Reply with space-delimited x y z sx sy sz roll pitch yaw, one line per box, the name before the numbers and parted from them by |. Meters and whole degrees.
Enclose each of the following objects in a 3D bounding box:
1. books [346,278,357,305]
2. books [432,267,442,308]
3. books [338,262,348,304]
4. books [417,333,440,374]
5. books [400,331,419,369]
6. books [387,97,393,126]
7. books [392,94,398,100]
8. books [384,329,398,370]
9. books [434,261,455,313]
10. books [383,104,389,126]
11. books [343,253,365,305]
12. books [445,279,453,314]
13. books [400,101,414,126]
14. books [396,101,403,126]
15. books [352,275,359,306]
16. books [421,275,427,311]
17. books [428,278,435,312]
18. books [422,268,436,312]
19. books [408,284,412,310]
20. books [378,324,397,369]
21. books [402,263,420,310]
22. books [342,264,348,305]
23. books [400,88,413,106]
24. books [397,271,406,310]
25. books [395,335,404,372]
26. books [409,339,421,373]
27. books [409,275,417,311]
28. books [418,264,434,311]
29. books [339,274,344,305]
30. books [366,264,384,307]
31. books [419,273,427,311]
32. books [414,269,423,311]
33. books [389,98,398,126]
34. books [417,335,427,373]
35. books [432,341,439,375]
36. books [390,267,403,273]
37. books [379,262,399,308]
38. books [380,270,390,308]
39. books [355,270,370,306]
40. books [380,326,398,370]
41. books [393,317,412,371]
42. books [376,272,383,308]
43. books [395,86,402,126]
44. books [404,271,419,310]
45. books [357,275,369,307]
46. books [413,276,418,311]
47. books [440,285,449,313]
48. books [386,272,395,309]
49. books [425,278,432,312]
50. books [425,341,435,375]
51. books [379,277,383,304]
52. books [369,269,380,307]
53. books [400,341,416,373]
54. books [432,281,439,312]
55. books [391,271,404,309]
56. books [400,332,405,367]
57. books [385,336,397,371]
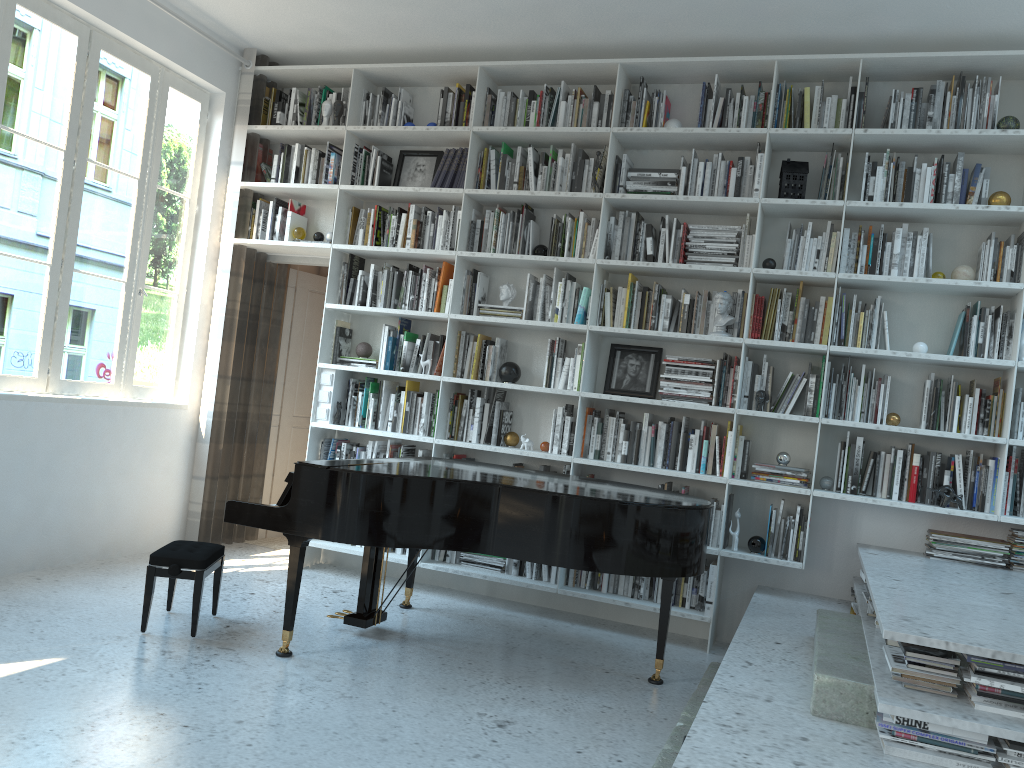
books | -0.980 -0.564 5.603 0.037 0.182 0.189 7 -1 20
books | -0.443 -0.560 5.441 0.015 0.293 0.144 7 -1 20
books | -1.047 -0.623 5.653 0.012 0.285 0.159 7 -1 20
books | -0.504 -0.179 5.423 0.060 0.255 0.158 7 -1 20
books | -0.632 -0.190 5.462 0.011 0.250 0.172 7 -1 20
books | -0.731 -1.664 5.581 0.013 0.219 0.181 7 -1 20
books | -0.737 -1.681 5.595 0.013 0.253 0.129 7 -1 20
books | -0.733 -0.204 5.515 0.031 0.255 0.143 7 -1 20
books | -0.410 -0.573 5.415 0.035 0.325 0.170 7 -1 20
books | -0.762 -1.649 5.596 0.026 0.182 0.161 7 -1 20
books | -0.996 -0.642 5.606 0.012 0.333 0.184 7 -1 20
books | -0.356 -0.516 5.397 0.031 0.223 0.145 7 -1 20
books | -0.661 -1.651 5.575 0.013 0.210 0.136 7 -1 20
books | -0.677 -1.649 5.570 0.014 0.202 0.170 7 -1 20
books | -0.950 -0.574 5.612 0.042 0.209 0.143 7 -1 20
books | -0.508 -0.542 5.470 0.028 0.242 0.131 7 -1 20
books | -0.465 -0.526 5.442 0.021 0.220 0.148 7 -1 20
books | -0.496 -0.557 5.435 0.015 0.275 0.157 7 -1 20
books | -0.593 -0.532 5.486 0.021 0.205 0.130 7 -1 20
books | -0.776 -0.224 5.524 0.012 0.285 0.159 7 -1 20
books | -0.626 -0.584 5.489 0.013 0.300 0.152 7 -1 20
books | -1.017 -0.610 5.615 0.027 0.266 0.176 7 -1 20
books | -0.679 -1.695 5.592 0.015 0.293 0.131 7 -1 20
books | -0.651 -0.565 5.515 0.047 0.256 0.141 7 -1 20
books | -0.665 -0.184 5.500 0.030 0.231 0.148 7 -1 20
books | -0.569 -0.165 5.461 0.056 0.214 0.143 7 -1 20
books | -0.580 -0.544 5.467 0.013 0.229 0.177 7 -1 20
books | -0.534 -0.576 5.476 0.011 0.304 0.130 7 -1 20
books | -1.037 -0.584 5.638 0.026 0.209 0.155 7 -1 20
books | -0.850 -0.599 5.574 0.023 0.281 0.174 7 -1 20
books | -0.529 -0.549 5.467 0.011 0.251 0.139 7 -1 20
books | -0.552 -0.562 5.465 0.012 0.272 0.145 7 -1 20
books | -0.717 -1.660 5.569 0.021 0.213 0.173 7 -1 20
books | -0.535 -0.175 5.449 0.013 0.242 0.141 7 -1 20
books | -0.437 -0.148 5.400 0.027 0.209 0.144 7 -1 20
books | -0.734 -0.581 5.535 0.011 0.271 0.158 7 -1 20
books | -0.766 -0.596 5.537 0.011 0.293 0.183 7 -1 20
books | -0.756 -0.572 5.524 0.021 0.247 0.189 7 -1 20
books | -0.924 -0.585 5.586 0.022 0.235 0.177 7 -1 20
books | -0.761 -0.216 5.517 0.024 0.273 0.150 7 -1 20
books | -0.680 -0.238 5.502 0.011 0.336 0.153 7 -1 20
books | -0.803 -0.574 5.572 0.049 0.243 0.139 7 -1 20
books | -0.692 -1.701 5.584 0.007 0.301 0.145 7 -1 20
books | -0.610 -0.560 5.492 0.021 0.256 0.156 7 -1 20
books | -0.906 -0.567 5.568 0.028 0.203 0.188 7 -1 20
books | -0.564 -0.541 5.473 0.013 0.227 0.151 7 -1 20
books | -0.387 -0.499 5.406 0.030 0.183 0.152 7 -1 20
books | -0.725 -0.564 5.514 0.024 0.237 0.167 7 -1 20
books | -0.482 -0.527 5.444 0.012 0.217 0.160 7 -1 20
books | -0.467 -0.151 5.401 0.030 0.207 0.172 7 -1 20
books | -0.781 -0.566 5.543 0.014 0.230 0.148 7 -1 20
books | -0.839 -0.581 5.560 0.011 0.246 0.176 7 -1 20
books | -0.621 -0.159 5.443 0.029 0.190 0.189 7 -1 20
books | -0.440 -0.515 5.422 0.013 0.203 0.161 7 -1 20
books | -0.691 -0.562 5.510 0.023 0.242 0.184 7 -1 20
books | -0.641 -0.190 5.485 0.022 0.249 0.129 7 -1 20
books | -0.718 -0.179 5.477 0.029 0.208 0.189 7 -1 20
